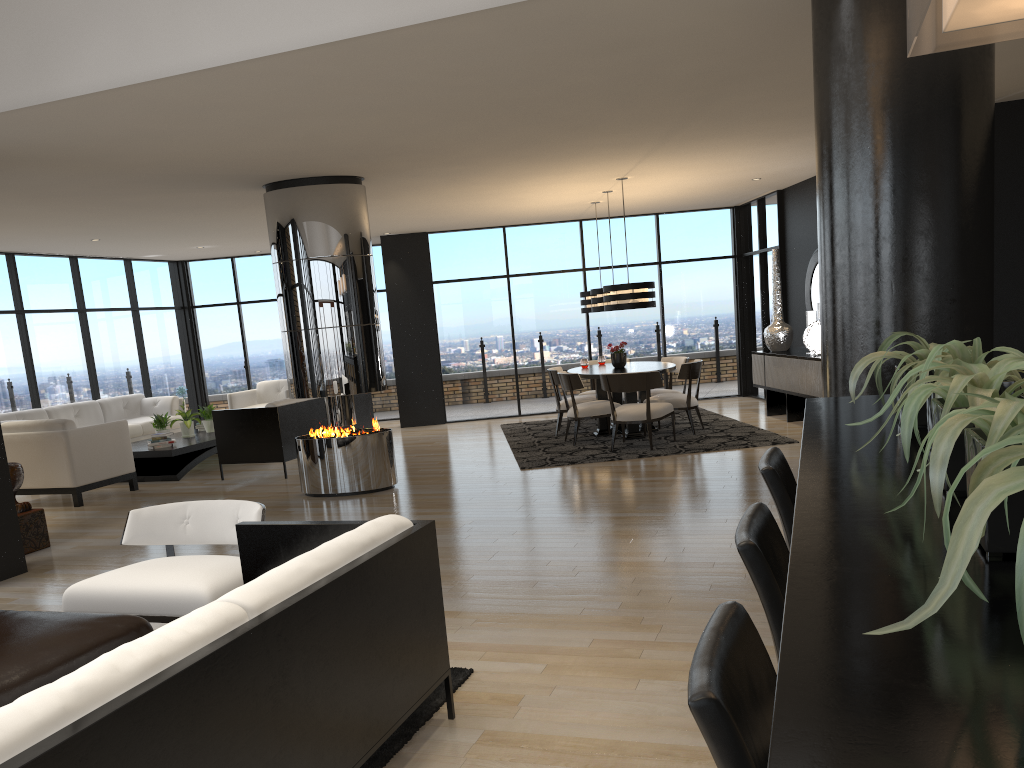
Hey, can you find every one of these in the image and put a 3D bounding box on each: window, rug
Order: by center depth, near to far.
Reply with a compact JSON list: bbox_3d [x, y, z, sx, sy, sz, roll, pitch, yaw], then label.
[{"bbox_3d":[-1.838,1.406,2.685,2.484,0.012,2.994,-3,4,20],"label":"rug"},{"bbox_3d":[-2.165,-1.236,5.910,10.133,4.846,15.695,-4,5,6],"label":"window"},{"bbox_3d":[1.319,0.567,10.347,2.715,0.011,3.681,-5,4,-3],"label":"rug"}]

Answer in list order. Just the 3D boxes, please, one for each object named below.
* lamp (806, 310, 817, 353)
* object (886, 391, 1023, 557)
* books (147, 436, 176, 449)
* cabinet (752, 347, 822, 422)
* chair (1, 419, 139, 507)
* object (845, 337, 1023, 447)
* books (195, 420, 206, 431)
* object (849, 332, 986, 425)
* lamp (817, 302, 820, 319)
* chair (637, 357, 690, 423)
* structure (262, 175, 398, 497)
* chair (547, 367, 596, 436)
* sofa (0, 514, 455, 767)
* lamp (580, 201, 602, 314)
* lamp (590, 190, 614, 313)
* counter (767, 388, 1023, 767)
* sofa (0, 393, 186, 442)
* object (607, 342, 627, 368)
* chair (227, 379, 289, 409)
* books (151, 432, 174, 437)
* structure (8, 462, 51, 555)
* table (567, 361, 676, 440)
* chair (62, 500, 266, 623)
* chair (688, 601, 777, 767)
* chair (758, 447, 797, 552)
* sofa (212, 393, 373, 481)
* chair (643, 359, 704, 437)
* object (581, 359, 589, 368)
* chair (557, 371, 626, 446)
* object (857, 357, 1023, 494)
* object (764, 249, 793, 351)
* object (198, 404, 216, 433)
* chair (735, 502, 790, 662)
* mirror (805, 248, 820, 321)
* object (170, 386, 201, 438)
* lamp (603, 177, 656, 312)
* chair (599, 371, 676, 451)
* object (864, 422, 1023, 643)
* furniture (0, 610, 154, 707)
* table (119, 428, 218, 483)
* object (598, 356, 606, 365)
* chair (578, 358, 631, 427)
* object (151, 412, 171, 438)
[{"bbox_3d":[3.330,-0.579,9.803,0.132,0.471,0.123,-2,10,19],"label":"lamp"},{"bbox_3d":[0.653,0.098,1.138,0.397,0.242,0.402,0,8,44],"label":"object"},{"bbox_3d":[-3.915,0.644,9.866,0.305,0.128,0.222,-8,6,-32],"label":"books"},{"bbox_3d":[3.389,0.026,10.017,0.610,0.775,2.212,-5,5,-3],"label":"cabinet"},{"bbox_3d":[-4.544,0.749,8.991,1.002,0.867,0.843,-3,7,19],"label":"chair"},{"bbox_3d":[0.935,0.018,1.884,0.406,0.242,0.393,0,8,44],"label":"object"},{"bbox_3d":[-3.981,0.532,11.460,0.223,0.128,0.305,-6,5,-13],"label":"books"},{"bbox_3d":[1.090,-0.023,2.256,0.397,0.242,0.402,0,8,44],"label":"object"},{"bbox_3d":[3.396,-0.615,9.627,0.131,0.558,0.124,-13,12,-40],"label":"lamp"},{"bbox_3d":[1.810,0.102,10.594,0.614,0.817,0.636,-7,8,-17],"label":"chair"},{"bbox_3d":[-1.609,-0.385,7.905,0.893,2.780,0.577,-4,9,7],"label":"structure"},{"bbox_3d":[0.757,0.196,10.565,0.616,0.817,0.634,-4,8,7],"label":"chair"},{"bbox_3d":[-0.963,0.949,2.377,0.839,0.813,2.006,-3,5,19],"label":"sofa"},{"bbox_3d":[1.074,-1.562,10.877,0.535,1.347,0.528,-6,9,-4],"label":"lamp"},{"bbox_3d":[1.125,-1.502,9.992,0.535,1.347,0.528,-6,9,-4],"label":"lamp"},{"bbox_3d":[1.066,0.181,1.389,1.181,0.032,3.075,-4,4,19],"label":"counter"},{"bbox_3d":[-5.306,0.656,11.159,0.856,0.865,2.660,-3,5,19],"label":"sofa"},{"bbox_3d":[1.214,-0.336,10.139,0.229,0.302,0.234,-5,7,-1],"label":"object"},{"bbox_3d":[-3.333,0.387,12.476,1.002,0.867,0.843,-3,7,19],"label":"chair"},{"bbox_3d":[-3.906,0.567,9.859,0.185,0.027,0.153,-4,4,10],"label":"books"},{"bbox_3d":[-4.057,0.512,6.578,0.732,1.615,0.509,-2,9,19],"label":"structure"},{"bbox_3d":[1.276,0.194,10.221,1.208,0.779,2.082,-5,5,-1],"label":"table"},{"bbox_3d":[-1.516,0.937,4.104,0.806,0.684,0.675,-3,7,19],"label":"chair"},{"bbox_3d":[0.539,0.823,1.227,0.519,0.977,0.469,-2,9,19],"label":"chair"},{"bbox_3d":[1.016,0.680,2.608,0.519,0.977,0.469,-2,9,19],"label":"chair"},{"bbox_3d":[-2.434,0.507,10.143,0.839,0.813,2.006,-3,5,19],"label":"sofa"},{"bbox_3d":[1.820,0.159,9.806,0.616,0.817,0.634,-1,8,25],"label":"chair"},{"bbox_3d":[0.875,-0.248,10.642,0.095,0.107,0.094,-4,7,8],"label":"object"},{"bbox_3d":[0.842,0.251,9.715,0.615,0.817,0.635,-6,8,-10],"label":"chair"},{"bbox_3d":[0.773,0.073,1.491,0.397,0.220,0.402,0,8,44],"label":"object"},{"bbox_3d":[3.193,-1.005,10.622,0.344,1.225,0.338,-4,9,6],"label":"object"},{"bbox_3d":[-3.812,0.422,11.102,0.284,0.375,0.212,-5,8,-2],"label":"object"},{"bbox_3d":[0.763,0.756,1.877,0.519,0.977,0.469,-2,9,19],"label":"chair"},{"bbox_3d":[3.573,-1.029,10.101,0.025,1.092,1.063,-5,7,-3],"label":"mirror"},{"bbox_3d":[-3.941,0.330,10.683,0.369,0.639,0.351,2,10,38],"label":"object"},{"bbox_3d":[1.177,-1.441,9.107,0.535,1.347,0.528,-6,9,-4],"label":"lamp"},{"bbox_3d":[1.278,0.263,9.035,0.643,0.817,0.607,-1,8,25],"label":"chair"},{"bbox_3d":[0.584,0.143,0.761,0.406,0.220,0.393,0,8,44],"label":"object"},{"bbox_3d":[-1.868,1.134,3.149,0.828,0.489,0.817,-3,6,19],"label":"furniture"},{"bbox_3d":[-3.928,0.826,10.697,1.266,0.356,2.006,-3,5,19],"label":"table"},{"bbox_3d":[1.117,-0.295,10.994,0.094,0.107,0.095,-10,9,-37],"label":"object"},{"bbox_3d":[1.192,0.106,11.264,0.643,0.817,0.607,-3,8,18],"label":"chair"},{"bbox_3d":[-4.096,0.505,10.321,0.283,0.375,0.213,-7,8,-17],"label":"object"}]
